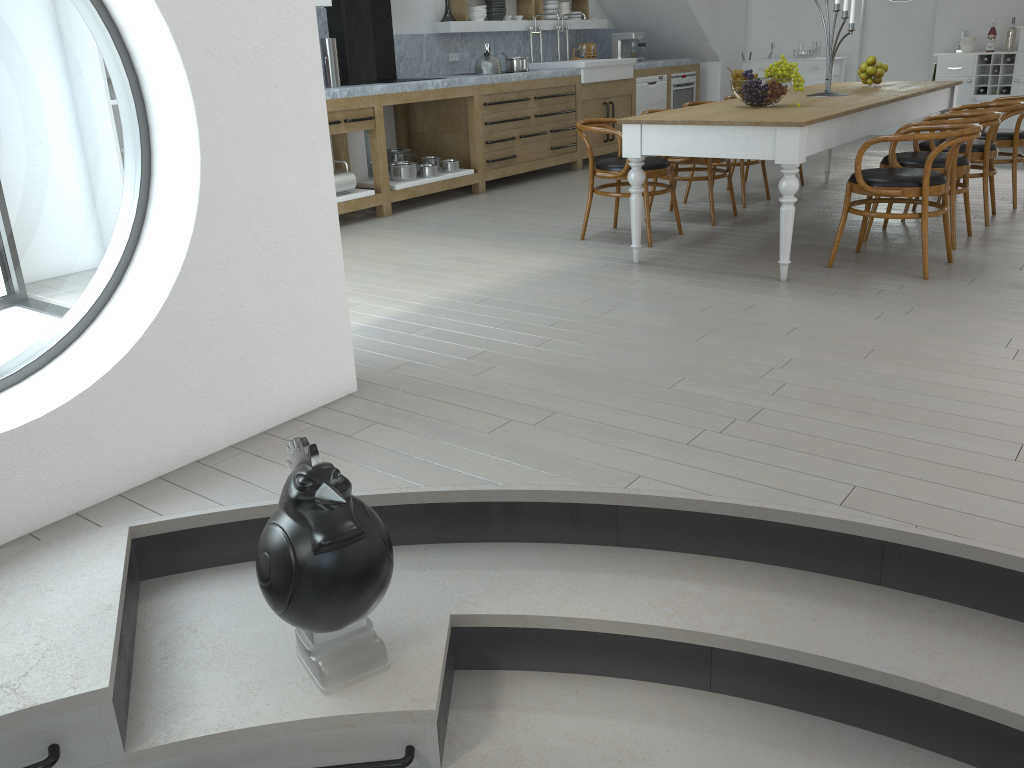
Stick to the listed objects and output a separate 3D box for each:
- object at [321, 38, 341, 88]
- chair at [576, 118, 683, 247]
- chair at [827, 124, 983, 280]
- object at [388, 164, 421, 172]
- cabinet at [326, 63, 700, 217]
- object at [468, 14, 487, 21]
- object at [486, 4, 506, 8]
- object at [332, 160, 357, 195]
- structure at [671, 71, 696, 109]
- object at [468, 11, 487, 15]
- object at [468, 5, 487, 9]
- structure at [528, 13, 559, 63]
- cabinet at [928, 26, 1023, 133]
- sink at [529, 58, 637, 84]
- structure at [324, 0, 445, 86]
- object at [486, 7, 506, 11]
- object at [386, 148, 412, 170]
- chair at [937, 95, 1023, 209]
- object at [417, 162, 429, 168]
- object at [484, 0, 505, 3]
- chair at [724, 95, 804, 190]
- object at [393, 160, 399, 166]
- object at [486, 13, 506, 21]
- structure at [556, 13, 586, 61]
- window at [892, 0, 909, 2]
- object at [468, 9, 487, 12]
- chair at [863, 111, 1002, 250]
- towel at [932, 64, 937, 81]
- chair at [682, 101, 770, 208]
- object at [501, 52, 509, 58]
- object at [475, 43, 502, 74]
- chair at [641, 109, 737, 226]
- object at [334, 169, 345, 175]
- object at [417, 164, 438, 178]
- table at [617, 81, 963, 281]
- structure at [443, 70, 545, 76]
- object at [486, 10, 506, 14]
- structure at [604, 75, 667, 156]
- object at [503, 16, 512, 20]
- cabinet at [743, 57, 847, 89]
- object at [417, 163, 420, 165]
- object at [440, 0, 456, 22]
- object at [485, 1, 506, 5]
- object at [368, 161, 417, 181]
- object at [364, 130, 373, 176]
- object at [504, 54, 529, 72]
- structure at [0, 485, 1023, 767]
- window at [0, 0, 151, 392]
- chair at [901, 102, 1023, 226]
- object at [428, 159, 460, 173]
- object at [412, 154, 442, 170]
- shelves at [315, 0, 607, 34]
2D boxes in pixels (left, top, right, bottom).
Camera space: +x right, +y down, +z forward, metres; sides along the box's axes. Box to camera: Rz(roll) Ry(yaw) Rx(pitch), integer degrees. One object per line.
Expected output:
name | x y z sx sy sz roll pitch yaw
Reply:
object | -1.331 -2.340 6.464 0.114 0.336 0.165 14 26 38
chair | 0.715 -1.296 5.619 0.623 0.728 0.531 12 25 35
chair | 2.043 -0.965 4.589 0.623 0.728 0.530 14 26 38
object | -0.909 -1.809 7.417 0.508 0.052 0.266 3 21 14
cabinet | -0.060 -2.393 8.514 1.007 1.012 6.471 12 25 35
object | -0.329 -3.492 8.460 0.181 0.063 0.182 -14 24 -27
object | -0.161 -3.656 8.645 0.206 0.071 0.207 7 23 24
object | -1.466 -1.476 6.448 0.430 0.229 0.531 11 25 33
structure | 1.762 -3.343 10.471 0.633 0.630 0.636 12 25 35
object | -0.331 -3.513 8.452 0.181 0.065 0.183 -8 21 -14
object | -0.331 -3.563 8.437 0.181 0.075 0.182 -8 21 -13
structure | 0.350 -3.477 9.000 0.333 0.525 0.216 4 21 17
cabinet | 5.097 -3.138 9.313 1.246 1.143 0.614 13 25 35
sink | 0.712 -3.208 9.091 0.729 0.200 1.027 13 26 35
structure | -1.148 -3.344 6.928 0.783 1.867 1.082 12 25 35
object | -0.155 -3.635 8.649 0.205 0.085 0.207 -6 21 -9
object | -1.094 -1.976 7.776 0.456 0.195 0.270 -9 21 -17
chair | 3.391 -1.636 6.182 0.623 0.728 0.530 14 26 38
object | -0.783 -1.816 7.410 0.041 0.045 0.249 12 25 34
object | -0.166 -3.707 8.632 0.206 0.079 0.207 14 26 37
chair | 2.035 -1.973 7.231 0.623 0.728 0.531 11 24 32
object | -0.871 -1.717 7.040 0.052 0.151 0.191 12 25 35
object | -0.159 -3.585 8.669 0.206 0.071 0.207 7 23 24
structure | 0.644 -3.629 9.363 0.333 0.525 0.216 4 21 17
window | 4.419 -4.700 9.895 0.902 0.891 0.060 13 25 36
object | -0.330 -3.536 8.446 0.181 0.068 0.182 -16 25 -32
chair | 2.449 -1.199 5.153 0.623 0.728 0.531 12 25 35
towel | 4.628 -3.399 9.666 0.049 0.202 0.151 12 25 36
chair | 1.591 -1.749 6.699 0.623 0.728 0.530 14 26 38
object | -0.005 -3.008 8.260 0.236 0.165 0.051 10 23 31
object | -0.216 -2.912 7.927 0.247 0.265 0.247 -20 26 -39
chair | 1.200 -1.511 6.122 0.623 0.728 0.531 11 24 32
object | -1.378 -1.467 6.357 0.092 0.092 0.440 11 25 33
object | -0.722 -1.746 7.233 0.261 0.112 0.155 8 23 26
table | 1.994 -1.480 5.847 1.021 0.791 3.371 12 26 35
structure | -0.156 -2.846 8.168 0.649 0.041 0.742 13 26 35
object | -0.160 -3.609 8.660 0.205 0.085 0.207 -8 21 -13
structure | 1.307 -3.019 9.943 0.600 0.815 0.729 12 25 35
object | -0.049 -3.646 8.842 0.099 0.048 0.099 11 25 33
cabinet | 3.290 -3.410 10.430 1.138 0.782 0.500 13 25 35
object | -0.837 -1.829 7.460 0.061 0.035 0.171 13 26 35
object | -0.591 -3.444 8.146 0.156 0.216 0.157 4 21 18
object | -0.162 -3.682 8.641 0.205 0.083 0.207 -12 23 -23
object | -0.936 -1.720 7.134 0.379 0.162 0.225 8 23 26
object | -1.168 -1.993 7.391 0.231 0.493 0.233 -6 20 -10
object | 0.071 -3.002 8.308 0.232 0.169 0.398 4 22 17
structure | -0.052 1.454 0.489 4.710 0.687 4.753 -5 21 -6
window | -1.620 -0.620 2.247 0.104 1.456 1.480 12 25 35
chair | 2.900 -1.423 5.685 0.623 0.728 0.531 10 24 31
object | -0.557 -1.844 7.470 0.261 0.112 0.154 13 25 35
object | -0.718 -1.911 7.641 0.182 0.132 0.311 -13 23 -26
shelves | -0.588 -3.816 7.794 0.481 1.349 5.591 9 24 30
